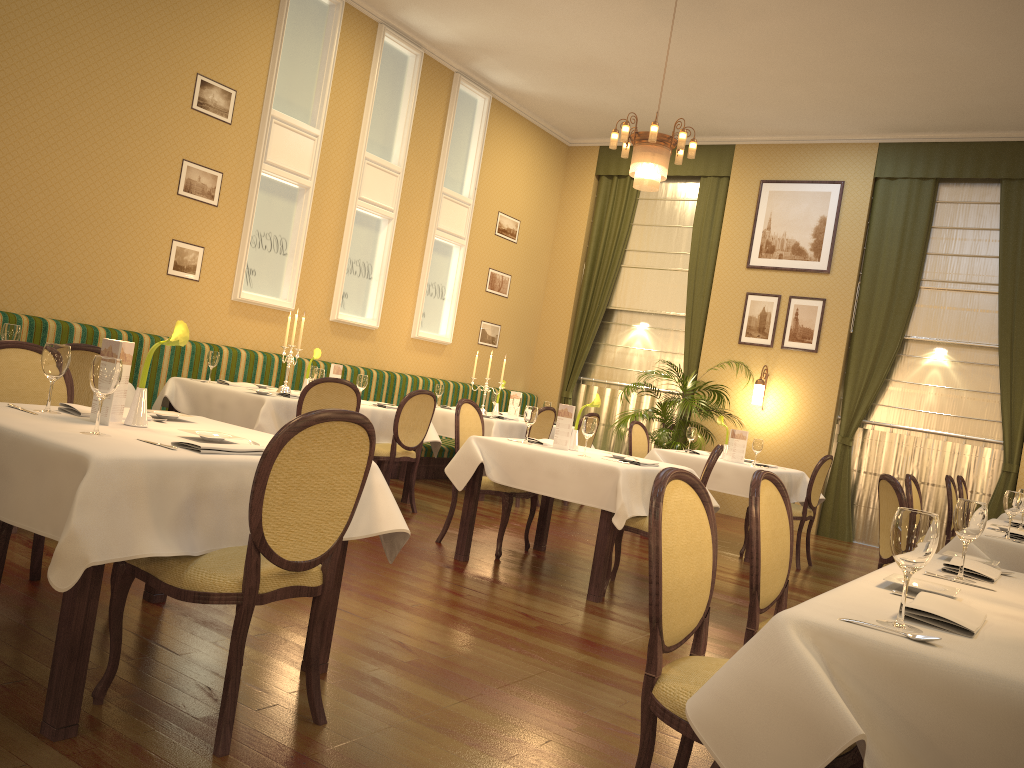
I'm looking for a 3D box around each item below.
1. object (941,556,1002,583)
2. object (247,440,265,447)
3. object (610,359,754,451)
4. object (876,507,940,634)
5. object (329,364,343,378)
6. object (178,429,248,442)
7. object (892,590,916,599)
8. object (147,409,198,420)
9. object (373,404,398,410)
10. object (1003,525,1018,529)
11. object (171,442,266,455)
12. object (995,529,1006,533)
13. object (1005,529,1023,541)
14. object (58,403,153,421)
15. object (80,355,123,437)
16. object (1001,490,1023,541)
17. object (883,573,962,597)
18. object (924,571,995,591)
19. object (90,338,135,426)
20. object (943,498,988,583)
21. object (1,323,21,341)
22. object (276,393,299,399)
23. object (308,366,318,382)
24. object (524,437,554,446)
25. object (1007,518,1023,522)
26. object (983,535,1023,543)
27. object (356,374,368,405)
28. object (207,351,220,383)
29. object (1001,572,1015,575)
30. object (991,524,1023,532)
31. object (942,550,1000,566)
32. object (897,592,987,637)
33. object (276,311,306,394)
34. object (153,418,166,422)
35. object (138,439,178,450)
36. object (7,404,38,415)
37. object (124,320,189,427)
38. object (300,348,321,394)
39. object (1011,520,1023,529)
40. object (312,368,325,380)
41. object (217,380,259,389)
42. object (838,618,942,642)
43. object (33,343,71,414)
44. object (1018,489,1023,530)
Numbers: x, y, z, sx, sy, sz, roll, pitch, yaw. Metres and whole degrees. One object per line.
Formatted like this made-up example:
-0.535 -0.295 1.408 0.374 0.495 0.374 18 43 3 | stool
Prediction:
1.409 0.568 2.715 0.142 0.033 0.273 9 0 33 | object
-0.809 0.209 2.923 0.181 0.015 0.038 9 0 35 | object
1.911 0.528 10.146 1.496 1.807 1.552 9 0 14 | object
0.774 0.360 1.730 0.088 0.229 0.088 9 0 -9 | object
-1.388 -0.016 6.951 0.081 0.277 0.166 9 0 -5 | object
-0.981 0.176 2.903 0.160 0.024 0.160 9 0 33 | object
0.978 0.505 2.052 0.185 0.010 0.017 9 0 34 | object
-1.308 0.122 3.365 0.160 0.024 0.160 9 0 33 | object
-0.963 0.183 7.039 0.142 0.024 0.273 9 0 33 | object
2.860 0.817 4.980 0.185 0.010 0.017 9 0 34 | object
-0.882 0.194 2.711 0.142 0.024 0.273 9 0 33 | object
2.589 0.772 4.557 0.185 0.010 0.017 9 0 34 | object
2.528 0.753 4.387 0.142 0.033 0.273 9 0 33 | object
-1.428 0.100 3.123 0.142 0.033 0.273 9 0 33 | object
-1.201 0.035 2.598 0.088 0.229 0.088 9 0 -9 | object
2.384 0.628 4.235 0.088 0.229 0.088 9 0 -9 | object
1.009 0.504 2.181 0.160 0.024 0.160 9 0 33 | object
1.250 0.550 2.474 0.185 0.010 0.017 9 0 34 | object
-1.328 -0.008 2.923 0.081 0.277 0.166 9 0 -10 | object
1.306 0.449 2.549 0.088 0.229 0.088 9 0 -9 | object
-2.600 -0.195 4.583 0.088 0.229 0.088 9 0 -9 | object
-1.516 0.087 6.272 0.142 0.033 0.273 9 0 33 | object
-1.642 -0.035 7.238 0.088 0.229 0.088 9 0 -15 | object
0.210 0.372 5.671 0.142 0.033 0.273 9 0 33 | object
3.140 0.858 5.462 0.160 0.024 0.160 9 0 33 | object
2.315 0.725 4.164 0.181 0.015 0.038 9 0 35 | object
-1.167 0.043 6.847 0.088 0.229 0.088 9 0 -9 | object
-2.174 -0.123 6.419 0.088 0.229 0.088 9 0 -9 | object
1.511 0.591 2.846 0.181 0.015 0.038 9 0 35 | object
2.620 0.771 4.687 0.160 0.024 0.160 9 0 33 | object
1.529 0.590 2.957 0.160 0.024 0.160 9 0 33 | object
0.918 0.486 1.882 0.142 0.033 0.273 9 0 33 | object
-1.655 -0.249 6.640 0.131 0.655 0.390 9 0 -43 | object
-1.326 0.123 3.254 0.181 0.015 0.038 9 0 35 | object
-1.040 0.173 2.589 0.185 0.010 0.017 9 0 33 | object
-1.588 0.082 2.883 0.185 0.010 0.017 9 0 34 | object
-1.189 -0.037 2.968 0.163 0.375 0.076 9 0 10 | object
-1.547 -0.094 6.811 0.076 0.375 0.163 9 0 -35 | object
3.020 0.835 5.220 0.142 0.033 0.273 9 0 33 | object
-1.416 0.002 6.443 0.088 0.229 0.088 9 0 -9 | object
-2.030 0.002 6.571 0.142 0.033 0.273 9 0 33 | object
0.704 0.458 1.659 0.181 0.015 0.038 9 0 35 | object
-1.531 -0.019 2.957 0.088 0.229 0.088 9 0 -9 | object
2.917 0.716 5.054 0.088 0.229 0.088 9 0 -9 | object
